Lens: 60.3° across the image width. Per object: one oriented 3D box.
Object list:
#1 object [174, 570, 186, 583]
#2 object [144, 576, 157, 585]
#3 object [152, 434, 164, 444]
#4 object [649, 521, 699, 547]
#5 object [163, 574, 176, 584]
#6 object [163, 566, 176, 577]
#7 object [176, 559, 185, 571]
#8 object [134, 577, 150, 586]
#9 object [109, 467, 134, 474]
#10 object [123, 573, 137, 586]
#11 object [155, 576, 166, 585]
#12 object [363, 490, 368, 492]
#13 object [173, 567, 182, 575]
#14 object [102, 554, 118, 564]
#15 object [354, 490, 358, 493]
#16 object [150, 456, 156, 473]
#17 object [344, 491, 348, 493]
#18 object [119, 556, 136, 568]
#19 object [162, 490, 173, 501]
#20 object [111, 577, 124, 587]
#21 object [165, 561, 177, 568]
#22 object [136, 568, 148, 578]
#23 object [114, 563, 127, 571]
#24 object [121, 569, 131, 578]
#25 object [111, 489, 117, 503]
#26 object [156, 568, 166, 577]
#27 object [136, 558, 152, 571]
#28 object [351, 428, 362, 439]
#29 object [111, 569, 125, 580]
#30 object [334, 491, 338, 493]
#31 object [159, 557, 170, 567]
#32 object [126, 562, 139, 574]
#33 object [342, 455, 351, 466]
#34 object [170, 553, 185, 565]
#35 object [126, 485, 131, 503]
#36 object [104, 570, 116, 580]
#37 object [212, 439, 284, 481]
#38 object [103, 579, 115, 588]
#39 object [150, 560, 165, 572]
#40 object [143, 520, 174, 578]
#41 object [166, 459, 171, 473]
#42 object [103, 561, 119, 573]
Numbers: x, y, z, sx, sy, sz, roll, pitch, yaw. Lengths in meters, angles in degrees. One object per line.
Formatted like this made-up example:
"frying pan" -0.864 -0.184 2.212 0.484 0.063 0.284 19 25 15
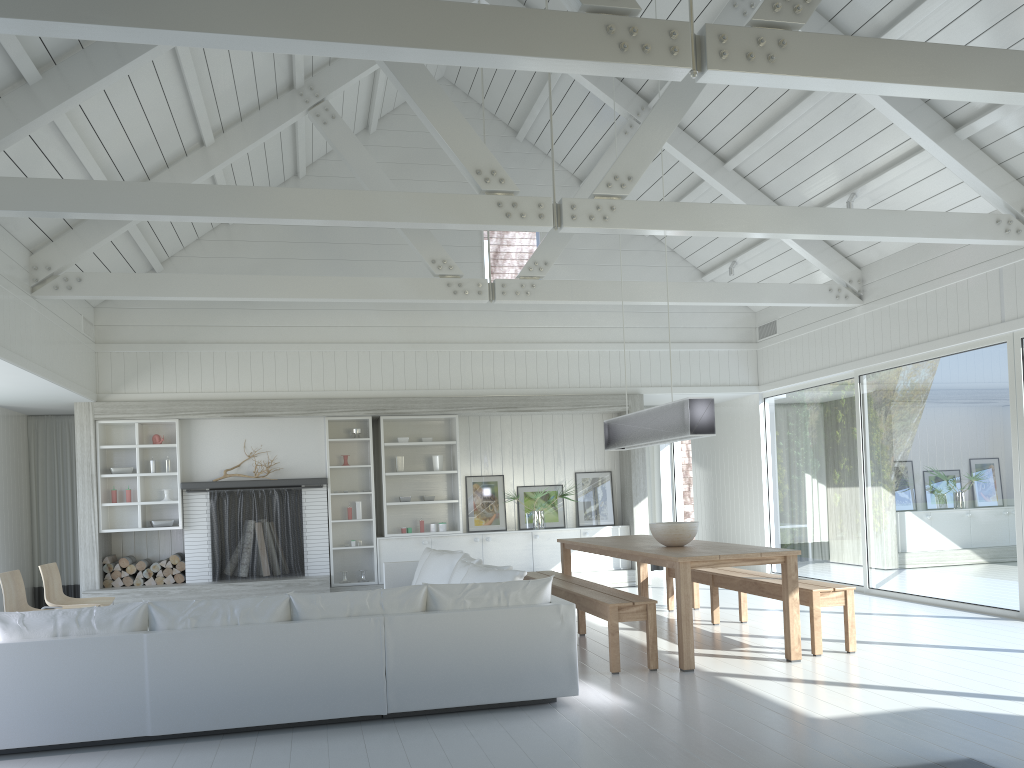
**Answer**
"object" -3.832 2.236 10.228 0.110 0.110 0.497 -1 -7 -15
"object" -4.128 2.275 10.176 0.134 0.146 0.551 -1 -7 -13
"object" -4.024 0.632 10.010 0.232 0.126 0.059 -6 -4 32
"object" 1.280 1.185 6.942 0.389 0.185 0.392 0 -6 -22
"object" -3.935 2.255 10.220 0.134 0.146 0.551 -1 -7 -13
"object" -3.950 2.163 10.202 0.109 0.109 0.497 -1 -7 -15
"object" -3.816 2.101 10.234 0.109 0.109 0.497 -1 -7 -15
"object" -4.252 2.242 10.140 0.105 0.114 0.520 -1 -7 -14
"object" -4.404 0.985 9.942 0.242 0.072 0.244 1 -7 -28
"object" -4.361 2.242 10.108 0.110 0.110 0.497 -1 -7 -15
"object" -4.033 2.260 10.190 0.108 0.106 0.518 -1 -7 -15
"object" -1.781 1.303 10.712 0.054 0.025 0.054 -1 -6 -13
"object" -3.859 2.152 10.217 0.080 0.079 0.481 -1 -7 -15
"object" -4.582 1.994 10.049 0.080 0.079 0.481 -1 -7 -15
"object" -1.885 1.298 10.633 0.054 0.025 0.054 -1 -6 -13
"object" -4.076 0.918 10.002 0.054 0.196 0.054 -2 -1 -12
"object" -1.988 1.292 10.554 0.054 0.025 0.054 -1 -6 -13
"object" -4.402 2.035 10.103 0.110 0.110 0.497 -1 -7 -15
"object" -3.926 1.267 10.025 0.137 0.130 0.138 0 -5 -25
"object" -4.465 2.261 10.100 0.134 0.146 0.551 -1 -7 -13
"object" -3.939 2.070 10.194 0.080 0.079 0.481 -1 -7 -15
"object" -4.238 2.169 10.123 0.080 0.079 0.481 -1 -7 -15
"object" -4.468 2.076 10.073 0.080 0.079 0.481 -1 -7 -15
"object" -4.388 2.158 10.096 0.080 0.079 0.481 -1 -7 -15
"object" -4.470 1.241 9.905 0.054 0.196 0.054 -2 -1 -12
"object" -4.031 2.166 10.171 0.080 0.079 0.481 -1 -7 -15
"object" -4.231 2.076 10.141 0.109 0.109 0.497 -1 -7 -15
"object" -1.865 0.601 10.585 0.161 0.124 0.162 -4 -5 20
"object" -4.479 2.169 10.082 0.109 0.109 0.497 -1 -7 -15
"object" -2.092 1.286 10.474 0.054 0.025 0.054 -1 -6 -13
"object" -4.001 2.060 10.180 0.086 0.091 0.482 -1 -7 -14
"object" -4.330 2.112 10.117 0.109 0.109 0.497 -1 -7 -15
"object" -1.994 0.922 10.576 0.137 0.130 0.137 -5 -5 30
"object" -3.881 2.022 10.222 0.110 0.110 0.497 -1 -7 -15
"object" -4.322 1.239 9.938 0.054 0.196 0.054 -2 -1 -12
"object" -4.560 2.172 10.050 0.080 0.079 0.481 -1 -7 -15
"object" -2.972 0.868 10.110 0.783 0.501 0.459 3 -6 -43
"object" -4.562 2.266 10.069 0.108 0.106 0.518 -1 -7 -15
"object" -4.080 2.101 10.174 0.109 0.109 0.497 -1 -7 -15
"object" -4.090 1.893 10.140 0.341 0.642 0.615 -1 -4 -28
"object" -3.914 0.916 10.039 0.054 0.196 0.054 -2 -1 -12
"object" -4.565 2.085 10.064 0.109 0.109 0.497 -1 -7 -15
